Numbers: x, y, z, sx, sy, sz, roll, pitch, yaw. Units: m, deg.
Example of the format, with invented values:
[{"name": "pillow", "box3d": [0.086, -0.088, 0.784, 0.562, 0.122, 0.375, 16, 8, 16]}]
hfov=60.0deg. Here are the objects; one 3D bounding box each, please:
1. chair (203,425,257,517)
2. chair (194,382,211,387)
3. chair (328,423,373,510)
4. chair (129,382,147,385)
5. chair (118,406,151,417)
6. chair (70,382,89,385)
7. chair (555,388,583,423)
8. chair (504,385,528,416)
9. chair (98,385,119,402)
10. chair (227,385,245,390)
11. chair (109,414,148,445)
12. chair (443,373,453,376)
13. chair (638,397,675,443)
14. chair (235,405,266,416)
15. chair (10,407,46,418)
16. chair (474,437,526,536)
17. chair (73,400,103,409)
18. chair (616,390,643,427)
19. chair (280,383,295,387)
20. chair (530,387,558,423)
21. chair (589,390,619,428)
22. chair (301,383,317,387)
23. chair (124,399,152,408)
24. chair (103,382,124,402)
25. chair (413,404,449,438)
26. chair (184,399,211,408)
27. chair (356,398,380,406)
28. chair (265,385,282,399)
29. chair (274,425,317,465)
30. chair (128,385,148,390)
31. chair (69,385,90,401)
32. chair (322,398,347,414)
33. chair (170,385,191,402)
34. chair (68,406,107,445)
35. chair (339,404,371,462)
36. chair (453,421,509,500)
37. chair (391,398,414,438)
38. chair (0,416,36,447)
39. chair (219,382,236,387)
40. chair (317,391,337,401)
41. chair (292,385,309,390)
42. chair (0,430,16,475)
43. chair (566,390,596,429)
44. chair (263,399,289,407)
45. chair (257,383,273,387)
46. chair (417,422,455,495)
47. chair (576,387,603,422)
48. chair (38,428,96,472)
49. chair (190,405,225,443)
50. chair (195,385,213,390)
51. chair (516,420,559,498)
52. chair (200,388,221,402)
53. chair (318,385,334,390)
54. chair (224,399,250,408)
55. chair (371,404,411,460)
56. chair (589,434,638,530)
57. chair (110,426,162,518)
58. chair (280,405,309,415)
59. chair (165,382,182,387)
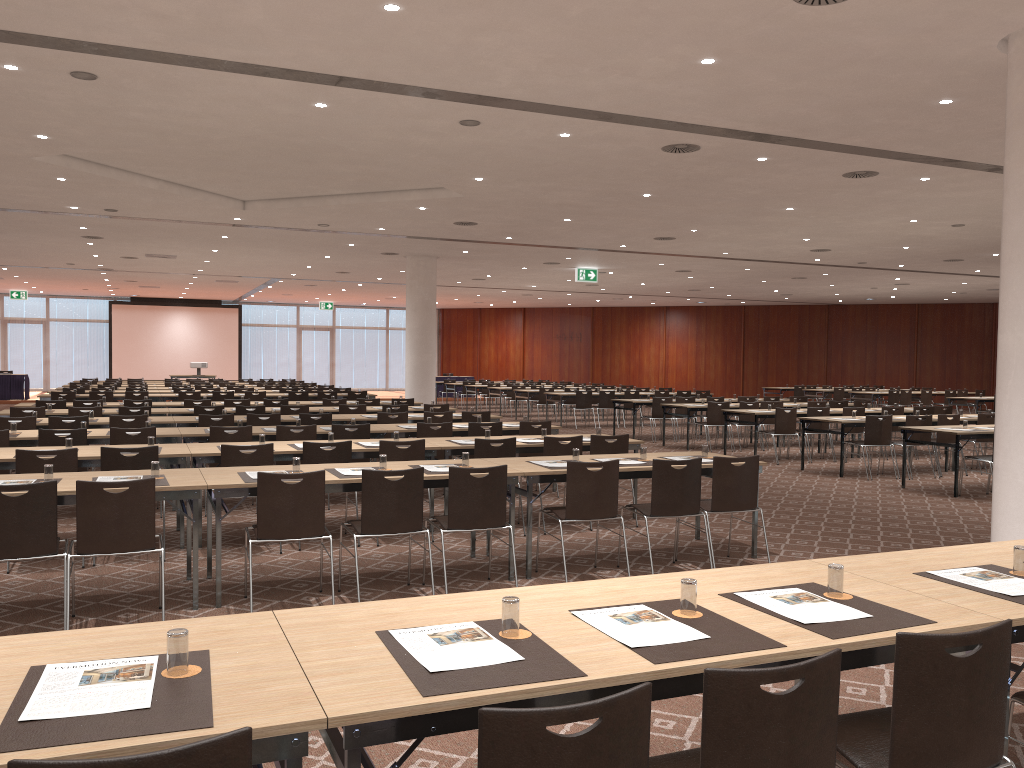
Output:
[{"name": "chair", "box3d": [-3.052, 0.907, 9.607, 0.535, 0.940, 0.613, 0, 2, -21]}, {"name": "chair", "box3d": [-8.433, 0.421, 24.144, 0.535, 0.940, 0.613, 0, 2, -25]}, {"name": "chair", "box3d": [-1.864, 0.909, 10.106, 0.535, 0.940, 0.613, 0, 2, -20]}, {"name": "chair", "box3d": [-9.917, 0.419, 23.521, 0.535, 0.940, 0.613, 0, 2, -20]}, {"name": "chair", "box3d": [-5.471, 0.781, 12.889, 0.535, 0.940, 0.613, 0, 2, -20]}, {"name": "chair", "box3d": [-11.187, 0.419, 22.951, 0.535, 0.940, 0.613, 0, 2, -22]}, {"name": "chair", "box3d": [1.538, 0.560, 23.906, 0.535, 0.940, 0.613, 0, 2, -21]}, {"name": "chair", "box3d": [0.127, 0.492, 25.633, 0.535, 0.940, 0.613, 0, 2, -23]}, {"name": "chair", "box3d": [-9.755, 0.481, 21.422, 0.535, 0.940, 0.613, 0, 2, -20]}, {"name": "chair", "box3d": [-7.038, 0.486, 22.525, 0.535, 0.940, 0.613, 0, 2, -24]}, {"name": "chair", "box3d": [-4.798, 0.842, 11.087, 0.535, 0.940, 0.613, 0, 2, -25]}, {"name": "chair", "box3d": [-2.526, 0.041, 35.746, 0.535, 0.940, 0.613, 0, 2, -22]}, {"name": "chair", "box3d": [3.039, 0.732, 18.584, 0.535, 0.940, 0.613, 0, 2, -22]}, {"name": "chair", "box3d": [-3.999, 0.783, 13.506, 0.535, 0.940, 0.613, 0, 2, -22]}, {"name": "chair", "box3d": [-6.763, 0.777, 12.430, 0.535, 0.940, 0.613, 0, 2, -23]}, {"name": "chair", "box3d": [-0.232, 0.974, 8.586, 0.535, 0.940, 0.613, 0, 2, -26]}, {"name": "chair", "box3d": [-6.905, 0.718, 14.454, 0.535, 0.940, 0.613, 0, 2, -25]}, {"name": "chair", "box3d": [2.928, 0.624, 22.322, 0.535, 0.940, 0.613, 0, 2, -23]}, {"name": "chair", "box3d": [-6.368, 0.424, 25.011, 0.535, 0.940, 0.613, 0, 2, -26]}, {"name": "chair", "box3d": [0.859, 0.555, 23.773, 0.535, 0.940, 0.613, 0, 2, -22]}, {"name": "chair", "box3d": [2.293, 0.620, 22.144, 0.535, 0.940, 0.613, 0, 2, -21]}, {"name": "chair", "box3d": [-5.797, 0.426, 25.213, 0.535, 0.940, 0.613, 0, 2, -21]}, {"name": "chair", "box3d": [-6.243, 0.716, 14.815, 0.535, 0.940, 0.613, 0, 2, -21]}, {"name": "chair", "box3d": [-10.507, 0.417, 23.320, 0.535, 0.940, 0.613, 0, 2, -23]}, {"name": "chair", "box3d": [-1.302, 0.786, 14.676, 0.535, 0.940, 0.613, 0, 2, -22]}, {"name": "chair", "box3d": [-5.356, 0.720, 15.104, 0.535, 0.940, 0.613, 0, 2, -20]}, {"name": "chair", "box3d": [-2.679, 0.722, 16.265, 0.535, 0.940, 0.613, 0, 2, -23]}, {"name": "chair", "box3d": [-6.197, 0.485, 22.961, 0.535, 0.940, 0.613, 0, 2, -22]}, {"name": "chair", "box3d": [-2.416, 0.909, 9.836, 0.535, 0.940, 0.613, 0, 2, -22]}, {"name": "chair", "box3d": [-9.132, 0.483, 21.646, 0.535, 0.940, 0.613, 0, 2, -25]}, {"name": "chair", "box3d": [-10.342, 0.479, 21.222, 0.535, 0.940, 0.613, 0, 2, -26]}, {"name": "chair", "box3d": [-3.235, 0.722, 15.994, 0.535, 0.940, 0.613, 0, 2, -23]}, {"name": "chair", "box3d": [-8.225, 0.483, 22.064, 0.535, 0.940, 0.613, 0, 2, -21]}, {"name": "chair", "box3d": [-6.087, 0.780, 12.668, 0.535, 0.940, 0.613, 0, 2, -24]}, {"name": "chair", "box3d": [-2.581, 0.783, 14.185, 0.535, 0.940, 0.613, 0, 2, -21]}, {"name": "chair", "box3d": [-0.381, 0.912, 10.690, 0.535, 0.940, 0.613, 0, 2, -22]}, {"name": "chair", "box3d": [-2.082, 0.724, 16.478, 0.535, 0.940, 0.613, 0, 2, -25]}, {"name": "chair", "box3d": [-5.909, 0.842, 10.575, 0.535, 0.940, 0.613, 0, 2, -26]}, {"name": "chair", "box3d": [-7.865, 0.421, 24.428, 0.535, 0.940, 0.613, 0, 2, -26]}, {"name": "chair", "box3d": [-4.083, 0.613, 19.431, 0.535, 0.940, 0.613, 0, 2, -24]}, {"name": "chair", "box3d": [-5.554, 0.488, 23.148, 0.535, 0.940, 0.613, 0, 2, -21]}, {"name": "chair", "box3d": [-5.150, 0.905, 8.689, 0.535, 0.940, 0.613, 0, 2, -23]}, {"name": "chair", "box3d": [1.699, 0.622, 21.807, 0.535, 0.940, 0.613, 0, 2, -21]}, {"name": "chair", "box3d": [-4.203, 0.719, 15.671, 0.535, 0.940, 0.613, 0, 2, -26]}, {"name": "chair", "box3d": [-6.919, 0.424, 24.742, 0.535, 0.940, 0.613, 0, 2, -23]}, {"name": "chair", "box3d": [-0.966, 0.908, 10.528, 0.535, 0.940, 0.613, 0, 2, -21]}, {"name": "chair", "box3d": [2.124, 0.558, 24.240, 0.535, 0.940, 0.613, 0, 2, -24]}, {"name": "chair", "box3d": [-4.531, 0.905, 8.986, 0.535, 0.940, 0.613, 0, 2, -21]}, {"name": "chair", "box3d": [-4.575, 0.780, 13.348, 0.535, 0.940, 0.613, 0, 2, -25]}, {"name": "chair", "box3d": [-7.756, 0.483, 22.307, 0.535, 0.940, 0.613, 0, 2, -22]}, {"name": "chair", "box3d": [0.211, 0.911, 10.976, 0.535, 0.940, 0.613, 0, 2, -26]}, {"name": "chair", "box3d": [-6.960, 0.547, 20.428, 0.535, 0.940, 0.613, 0, 2, -24]}, {"name": "chair", "box3d": [-4.952, 0.487, 23.438, 0.535, 0.940, 0.613, 0, 2, -23]}, {"name": "chair", "box3d": [-4.783, 0.719, 15.382, 0.535, 0.940, 0.613, 0, 2, -23]}, {"name": "chair", "box3d": [-1.944, 0.786, 14.369, 0.535, 0.940, 0.613, 0, 2, -25]}, {"name": "chair", "box3d": [0.928, 0.973, 9.156, 0.535, 0.940, 0.613, 0, 2, -21]}, {"name": "chair", "box3d": [-3.964, 0.905, 9.270, 0.535, 0.940, 0.613, 0, 2, -25]}, {"name": "chair", "box3d": [-3.404, 0.783, 13.793, 0.535, 0.940, 0.613, 0, 2, -22]}, {"name": "chair", "box3d": [-9.097, 0.421, 23.828, 0.535, 0.940, 0.613, 0, 2, -21]}]
